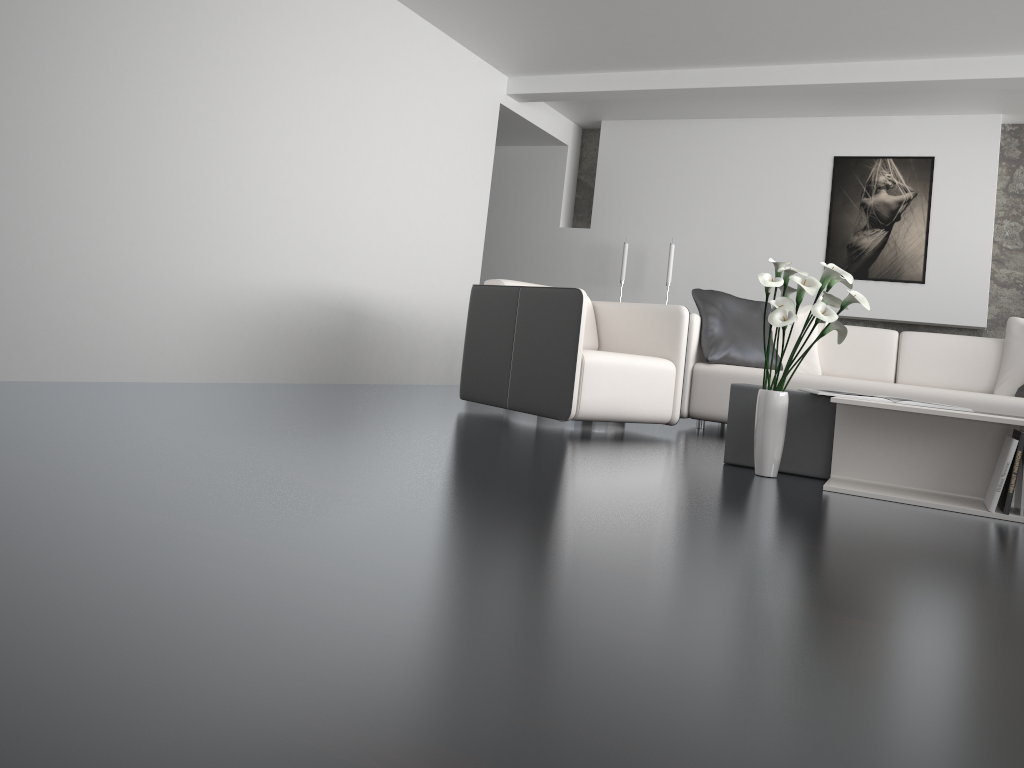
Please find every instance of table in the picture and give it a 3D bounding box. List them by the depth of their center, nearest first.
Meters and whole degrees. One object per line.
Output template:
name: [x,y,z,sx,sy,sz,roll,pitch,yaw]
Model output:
table: [1.571,0.262,2.929,0.973,0.316,0.296,7,0,25]
table: [1.474,0.231,3.323,1.263,0.316,0.296,8,0,25]

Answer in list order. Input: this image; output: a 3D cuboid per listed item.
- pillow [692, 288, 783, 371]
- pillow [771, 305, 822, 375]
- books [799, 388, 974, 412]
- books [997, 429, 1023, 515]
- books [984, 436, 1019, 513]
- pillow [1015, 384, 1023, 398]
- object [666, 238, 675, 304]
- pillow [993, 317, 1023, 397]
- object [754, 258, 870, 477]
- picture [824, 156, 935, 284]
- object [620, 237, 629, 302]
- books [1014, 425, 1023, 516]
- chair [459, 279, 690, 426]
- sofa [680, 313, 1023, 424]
pillow: [1.353,-0.322,5.243,0.563,0.452,0.278,6,-2,-19]
pillow: [1.602,-0.271,5.416,0.586,0.503,0.321,6,-2,16]
books: [1.412,0.055,3.373,0.549,0.017,0.357,7,3,7]
books: [1.626,0.281,2.867,0.050,0.265,0.232,5,-2,25]
books: [1.597,0.290,2.876,0.070,0.239,0.225,5,-1,25]
pillow: [2.944,-0.099,4.523,0.332,0.439,0.552,7,0,-18]
object: [1.282,-0.538,7.383,0.181,1.404,0.178,4,-4,27]
pillow: [2.975,-0.105,4.796,0.590,0.510,0.296,6,-2,31]
object: [1.033,-0.053,3.149,0.378,0.802,0.443,6,-2,10]
picture: [2.912,-1.318,7.001,0.749,1.011,0.004,6,-4,27]
object: [0.931,-0.592,7.678,0.181,1.404,0.178,4,-4,27]
books: [1.661,0.275,2.872,0.007,0.285,0.203,5,-2,25]
chair: [0.303,-0.182,4.580,0.761,0.665,0.923,6,0,-39]
sofa: [2.181,0.005,5.015,2.249,0.664,0.913,7,1,25]
